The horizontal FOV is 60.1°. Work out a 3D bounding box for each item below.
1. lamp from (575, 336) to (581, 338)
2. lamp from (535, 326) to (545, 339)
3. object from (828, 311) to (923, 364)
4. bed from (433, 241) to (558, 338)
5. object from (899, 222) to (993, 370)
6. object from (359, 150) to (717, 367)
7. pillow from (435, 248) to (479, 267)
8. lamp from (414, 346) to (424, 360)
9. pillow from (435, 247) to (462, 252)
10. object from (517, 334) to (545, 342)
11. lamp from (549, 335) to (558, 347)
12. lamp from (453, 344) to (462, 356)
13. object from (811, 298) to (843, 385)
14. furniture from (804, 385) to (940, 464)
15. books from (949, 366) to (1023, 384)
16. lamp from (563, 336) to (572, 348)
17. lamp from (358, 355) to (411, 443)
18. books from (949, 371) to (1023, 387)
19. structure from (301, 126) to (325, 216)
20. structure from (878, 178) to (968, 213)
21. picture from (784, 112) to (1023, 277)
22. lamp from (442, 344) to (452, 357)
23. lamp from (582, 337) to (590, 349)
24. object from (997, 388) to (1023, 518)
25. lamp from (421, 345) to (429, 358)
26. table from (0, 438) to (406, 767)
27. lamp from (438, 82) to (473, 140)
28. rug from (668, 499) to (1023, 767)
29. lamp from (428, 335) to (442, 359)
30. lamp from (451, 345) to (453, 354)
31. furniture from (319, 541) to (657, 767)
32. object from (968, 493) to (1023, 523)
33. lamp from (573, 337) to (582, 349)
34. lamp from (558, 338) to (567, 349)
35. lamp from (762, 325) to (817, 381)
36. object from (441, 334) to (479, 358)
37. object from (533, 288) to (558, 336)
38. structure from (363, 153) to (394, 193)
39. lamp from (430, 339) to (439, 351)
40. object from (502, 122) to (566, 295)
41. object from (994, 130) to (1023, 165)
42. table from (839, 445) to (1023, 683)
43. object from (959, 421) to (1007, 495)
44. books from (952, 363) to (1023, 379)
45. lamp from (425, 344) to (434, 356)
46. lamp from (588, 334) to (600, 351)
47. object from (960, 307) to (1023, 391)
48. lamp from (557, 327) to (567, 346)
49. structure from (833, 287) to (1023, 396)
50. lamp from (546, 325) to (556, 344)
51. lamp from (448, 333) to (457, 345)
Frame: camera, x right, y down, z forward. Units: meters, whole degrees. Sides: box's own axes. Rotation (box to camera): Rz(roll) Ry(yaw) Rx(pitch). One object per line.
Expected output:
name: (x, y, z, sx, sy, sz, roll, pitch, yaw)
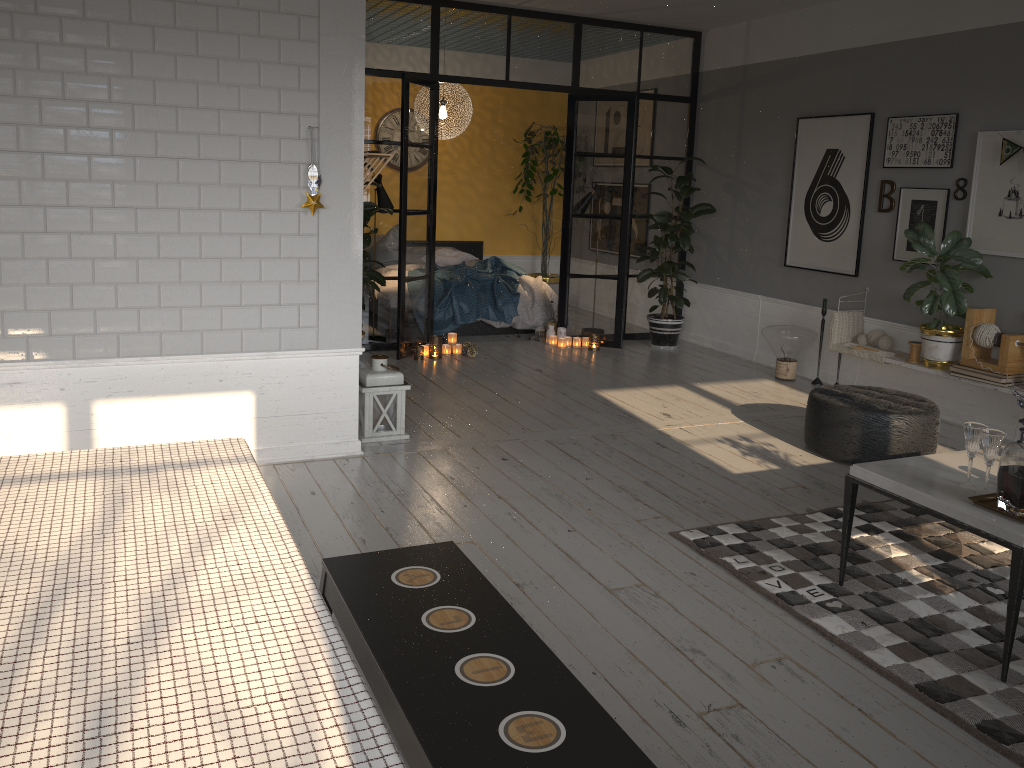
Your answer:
lamp: (0.617, -0.398, 8.308, 0.063, 0.090, 0.063, -7, 14, -42)
lamp: (0.269, -0.494, 8.591, 0.096, 0.130, 0.109, 10, 13, 35)
object: (2.682, -0.320, 6.396, 0.329, 0.303, 0.794, -3, 13, -23)
bed: (-0.668, -1.062, 9.458, 1.899, 0.761, 2.349, -3, 14, -23)
object: (2.848, -0.578, 5.842, 0.547, 0.953, 0.514, -6, 13, -38)
object: (0.098, -1.117, 7.600, 3.900, 1.774, 1.022, -3, 12, -24)
pillow: (-0.713, -1.385, 9.865, 0.486, 0.224, 0.599, 8, 14, 24)
lamp: (-0.781, -0.259, 7.428, 0.085, 0.109, 0.085, 12, 14, 40)
pillow: (-0.852, -1.426, 10.247, 0.776, 0.293, 0.533, -3, 13, -24)
object: (0.183, -0.447, 8.556, 0.327, 0.053, 0.088, 10, 14, 29)
lamp: (0.384, -0.400, 8.259, 0.081, 0.097, 0.081, 8, 12, 29)
lamp: (-0.474, -0.293, 7.644, 0.081, 0.097, 0.081, 5, 11, 16)
object: (2.506, -0.321, 6.948, 0.092, 0.693, 0.282, -3, 11, -31)
furniture: (2.119, 0.237, 5.230, 0.737, 0.352, 0.742, -7, 15, -36)
books: (3.026, -0.066, 5.615, 0.260, 0.029, 0.388, -3, 14, -23)
lamp: (0.516, -0.387, 8.225, 0.081, 0.097, 0.081, 5, 11, 16)
lamp: (-0.779, 0.065, 5.197, 0.287, 0.472, 0.290, -3, 11, -25)
books: (3.035, -0.040, 5.610, 0.297, 0.021, 0.372, -5, 15, -29)
structure: (-1.004, -1.072, 4.458, 0.134, 0.442, 0.078, -5, 12, -36)
structure: (2.897, -1.330, 6.264, 0.024, 0.260, 0.748, -2, 13, -24)
picture: (0.615, -1.560, 6.401, 4.043, 1.774, 7.377, -3, 14, -24)
lamp: (-0.561, -0.289, 7.614, 0.081, 0.097, 0.081, 5, 11, 16)
lamp: (0.691, -0.380, 8.227, 0.081, 0.097, 0.081, 5, 11, 16)
object: (1.673, 0.217, 2.858, 0.148, 0.412, 0.157, 1, 10, -5)
lamp: (-0.746, -0.273, 7.512, 0.081, 0.097, 0.081, 5, 11, 16)
table: (-0.752, 0.758, 1.516, 0.932, 0.775, 2.048, -3, 14, -24)
lamp: (-0.706, -3.081, 9.141, 0.617, 1.083, 0.623, 5, 11, 16)
rug: (2.203, 0.775, 3.632, 2.529, 0.034, 1.790, -4, 14, -24)
lamp: (-0.648, -0.311, 7.496, 0.115, 0.185, 0.116, -3, 11, -25)
lamp: (-0.547, -0.305, 7.731, 0.069, 0.079, 0.070, -1, 11, -16)
furniture: (-0.051, 0.868, 1.890, 0.466, 0.450, 1.689, -3, 14, -24)
object: (1.719, 0.407, 2.926, 0.318, 0.015, 0.249, -4, 14, -24)
lamp: (0.602, -0.380, 8.210, 0.081, 0.097, 0.081, 5, 11, 16)
lamp: (0.462, -0.373, 8.153, 0.081, 0.097, 0.081, 5, 11, 16)
lamp: (2.242, -0.254, 7.197, 0.432, 0.432, 0.438, 2, 11, -3)
object: (-0.489, -0.343, 7.854, 0.192, 0.116, 0.724, -6, 15, -34)
object: (0.435, -0.692, 8.623, 0.438, 0.516, 0.281, 5, 11, 16)
structure: (-0.806, -1.429, 4.855, 0.185, 0.766, 0.500, -2, 11, -24)
lamp: (-0.685, -0.343, 7.807, 0.081, 0.105, 0.081, -3, 12, -24)
object: (0.447, -2.018, 10.638, 1.348, 2.180, 1.260, -6, 13, -37)
object: (3.280, -1.419, 5.325, 0.057, 0.335, 0.924, -2, 13, -24)
table: (2.070, 0.589, 3.361, 1.457, 0.505, 0.740, -3, 13, -24)
object: (1.631, 0.262, 3.083, 0.082, 0.224, 0.169, 0, 11, -13)
books: (3.035, -0.090, 5.618, 0.229, 0.016, 0.383, -4, 14, -26)
lamp: (-0.705, -0.290, 7.594, 0.081, 0.097, 0.081, 5, 11, 16)
lamp: (0.758, -0.381, 8.148, 0.108, 0.139, 0.108, 8, 12, 29)
object: (3.086, -0.216, 5.482, 0.239, 0.435, 0.552, -2, 12, -24)
lamp: (0.467, -0.443, 8.313, 0.093, 0.164, 0.089, 9, 12, 31)
structure: (3.119, -0.186, 5.481, 0.308, 0.480, 2.808, -2, 14, -24)
lamp: (0.368, -0.467, 8.377, 0.092, 0.178, 0.093, 2, 10, -4)
lamp: (-0.514, -0.387, 7.611, 0.081, 0.097, 0.081, 5, 11, 16)
